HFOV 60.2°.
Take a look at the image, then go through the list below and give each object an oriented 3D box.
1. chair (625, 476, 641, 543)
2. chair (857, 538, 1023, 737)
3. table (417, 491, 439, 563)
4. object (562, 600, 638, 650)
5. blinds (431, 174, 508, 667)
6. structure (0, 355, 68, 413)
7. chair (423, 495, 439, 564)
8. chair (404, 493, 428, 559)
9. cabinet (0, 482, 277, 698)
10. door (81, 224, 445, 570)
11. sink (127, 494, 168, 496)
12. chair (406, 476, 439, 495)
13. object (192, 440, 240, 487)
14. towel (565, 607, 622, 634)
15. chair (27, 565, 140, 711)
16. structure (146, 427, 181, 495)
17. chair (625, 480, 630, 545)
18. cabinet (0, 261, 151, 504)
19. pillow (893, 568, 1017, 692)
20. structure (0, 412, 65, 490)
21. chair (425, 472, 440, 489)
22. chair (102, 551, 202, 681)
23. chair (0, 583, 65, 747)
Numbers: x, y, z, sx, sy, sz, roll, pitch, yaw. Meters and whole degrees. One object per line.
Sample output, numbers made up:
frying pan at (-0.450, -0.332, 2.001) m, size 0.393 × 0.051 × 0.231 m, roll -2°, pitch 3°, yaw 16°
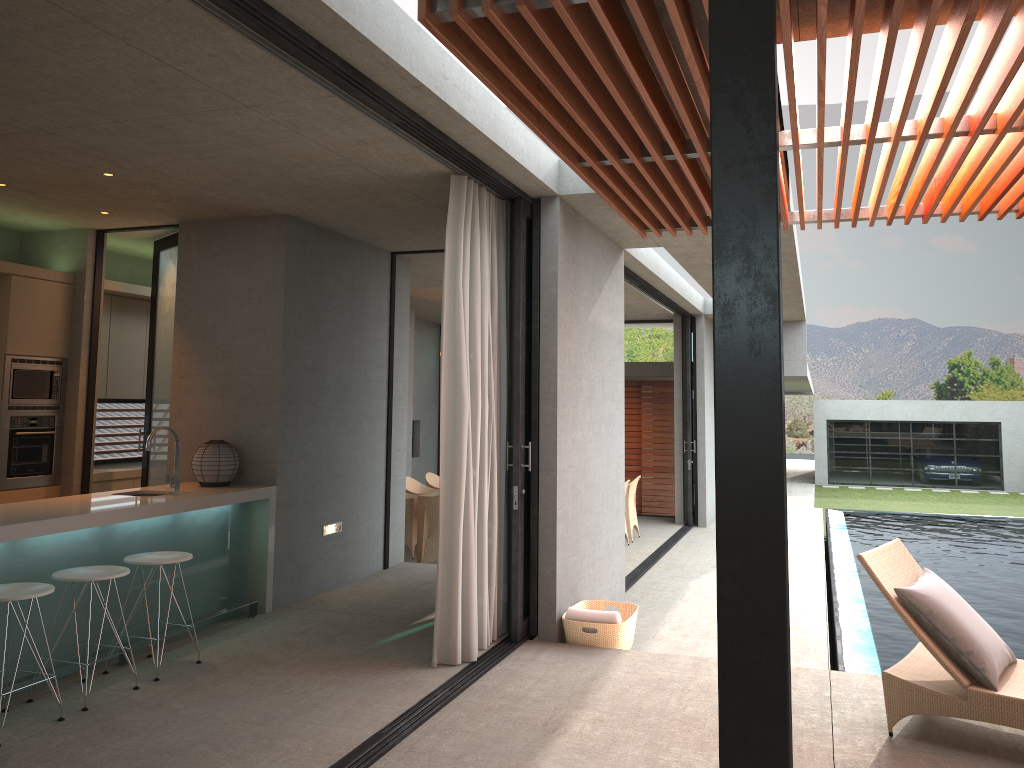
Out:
chair at (1.446, 1.679, 12.091) m, size 0.629 × 0.870 × 0.613 m, roll -1°, pitch -5°, yaw 19°
chair at (2.788, 1.249, 3.864) m, size 2.289 × 0.834 × 0.697 m, roll -1°, pitch -4°, yaw 38°
table at (0.055, 1.702, 11.391) m, size 1.279 × 0.762 × 3.240 m, roll 0°, pitch -2°, yaw 19°
object at (0.603, 1.692, 5.975) m, size 0.445 × 0.303 × 0.676 m, roll 0°, pitch -2°, yaw 19°
blinds at (-0.239, 0.180, 5.651) m, size 0.229 × 2.959 × 0.878 m, roll -1°, pitch -6°, yaw 16°
structure at (-3.988, 0.007, 7.082) m, size 0.459 × 0.441 × 0.593 m, roll -1°, pitch -3°, yaw 19°
chair at (-0.626, 1.598, 9.435) m, size 0.617 × 0.870 × 0.626 m, roll -1°, pitch -5°, yaw 19°
chair at (-1.354, 1.620, 10.697) m, size 0.629 × 0.870 × 0.613 m, roll -1°, pitch -5°, yaw 19°
cabinet at (-2.796, 1.156, 4.692) m, size 0.800 × 0.905 × 4.099 m, roll -1°, pitch -2°, yaw 19°
door at (-1.553, 0.808, 1.650) m, size 5.771 × 4.507 × 15.238 m, roll 1°, pitch -2°, yaw -9°
sink at (-2.458, 0.829, 5.949) m, size 0.374 × 0.135 × 0.372 m, roll 0°, pitch -2°, yaw 19°
chair at (-1.114, 1.638, 11.391) m, size 0.629 × 0.870 × 0.613 m, roll -1°, pitch -5°, yaw 19°
object at (-2.188, 0.583, 6.529) m, size 0.340 × 0.337 × 0.338 m, roll 0°, pitch -4°, yaw 11°
towel at (0.560, 1.631, 5.839) m, size 0.369 × 0.314 × 0.307 m, roll -1°, pitch -4°, yaw 20°
chair at (-2.210, 1.299, 4.607) m, size 0.382 × 0.629 × 0.379 m, roll -1°, pitch -5°, yaw 19°
structure at (-2.357, 0.514, 5.927) m, size 0.258 × 0.445 × 0.096 m, roll -1°, pitch -6°, yaw 19°
chair at (1.206, 1.661, 11.396) m, size 0.629 × 0.870 × 0.613 m, roll -1°, pitch -5°, yaw 19°
cabinet at (-3.874, 0.326, 5.566) m, size 1.964 × 2.584 × 7.431 m, roll -1°, pitch -2°, yaw 19°
pillow at (2.182, 1.184, 4.336) m, size 0.426 × 0.430 × 0.606 m, roll -2°, pitch -4°, yaw 37°
structure at (-3.975, 0.517, 7.022) m, size 0.497 × 0.585 × 0.593 m, roll -1°, pitch -4°, yaw 19°
chair at (-0.874, 1.656, 12.086) m, size 0.629 × 0.870 × 0.613 m, roll -1°, pitch -5°, yaw 19°
chair at (-2.047, 1.311, 5.082) m, size 0.382 × 0.629 × 0.379 m, roll -1°, pitch -5°, yaw 19°
chair at (-2.370, 1.287, 4.139) m, size 0.382 × 0.629 × 0.379 m, roll -1°, pitch -5°, yaw 19°
